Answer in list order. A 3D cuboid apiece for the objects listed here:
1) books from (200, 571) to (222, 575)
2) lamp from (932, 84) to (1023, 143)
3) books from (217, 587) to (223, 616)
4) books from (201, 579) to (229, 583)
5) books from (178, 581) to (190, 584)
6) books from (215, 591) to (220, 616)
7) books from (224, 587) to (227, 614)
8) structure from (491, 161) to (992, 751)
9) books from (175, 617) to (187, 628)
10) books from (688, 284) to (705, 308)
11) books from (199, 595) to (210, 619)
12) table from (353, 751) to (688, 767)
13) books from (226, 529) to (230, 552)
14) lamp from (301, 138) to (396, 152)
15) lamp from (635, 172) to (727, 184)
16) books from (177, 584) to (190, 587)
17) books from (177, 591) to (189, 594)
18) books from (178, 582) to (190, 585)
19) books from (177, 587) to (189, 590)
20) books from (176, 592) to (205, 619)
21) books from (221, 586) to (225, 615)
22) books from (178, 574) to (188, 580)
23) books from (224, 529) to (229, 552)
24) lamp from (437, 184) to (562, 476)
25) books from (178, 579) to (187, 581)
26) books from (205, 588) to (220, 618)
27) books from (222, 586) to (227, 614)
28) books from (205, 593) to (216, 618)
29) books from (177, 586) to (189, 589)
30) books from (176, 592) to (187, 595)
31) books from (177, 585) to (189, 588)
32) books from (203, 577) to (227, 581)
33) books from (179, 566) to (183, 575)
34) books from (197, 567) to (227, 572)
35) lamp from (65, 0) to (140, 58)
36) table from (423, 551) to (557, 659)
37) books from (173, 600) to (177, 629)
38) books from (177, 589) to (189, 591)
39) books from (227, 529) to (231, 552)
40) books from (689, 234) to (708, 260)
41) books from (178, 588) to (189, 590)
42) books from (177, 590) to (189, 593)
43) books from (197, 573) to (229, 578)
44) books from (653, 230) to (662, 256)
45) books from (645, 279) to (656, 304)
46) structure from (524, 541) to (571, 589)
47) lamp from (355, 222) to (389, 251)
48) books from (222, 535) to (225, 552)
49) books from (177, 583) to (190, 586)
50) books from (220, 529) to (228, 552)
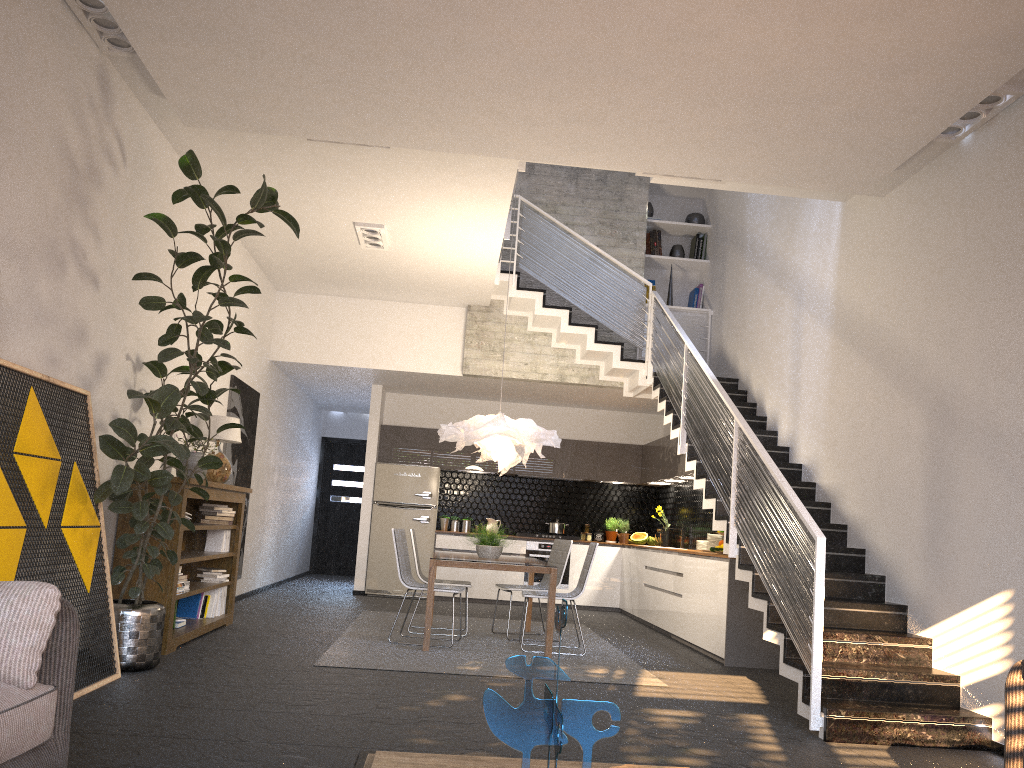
[{"bbox_3d":[-2.500,1.569,7.365,0.155,0.022,0.206,8,-10,-23],"label":"books"},{"bbox_3d":[2.622,-1.563,5.085,0.253,0.066,0.649,5,-9,-4],"label":"lamp"},{"bbox_3d":[-2.510,1.807,7.385,0.175,0.242,0.024,5,-6,-4],"label":"books"},{"bbox_3d":[-2.472,1.637,7.370,0.155,0.020,0.206,3,-9,6],"label":"books"},{"bbox_3d":[-2.404,1.374,6.157,0.218,0.013,0.307,4,-9,1],"label":"books"},{"bbox_3d":[-2.520,1.822,7.360,0.155,0.204,0.021,5,-6,-4],"label":"books"},{"bbox_3d":[-2.533,1.836,7.569,0.174,0.243,0.040,5,-6,-4],"label":"books"},{"bbox_3d":[0.431,-1.670,9.164,4.235,8.257,8.515,5,-8,-4],"label":"structure"},{"bbox_3d":[-2.523,1.764,6.549,0.258,0.049,0.272,-4,-12,41],"label":"books"},{"bbox_3d":[2.288,-1.034,11.050,0.146,0.380,0.274,5,-7,-4],"label":"books"},{"bbox_3d":[-2.540,1.802,7.171,0.146,0.182,0.148,4,-7,-1],"label":"books"},{"bbox_3d":[0.095,1.195,2.133,1.049,0.305,1.123,5,-9,-4],"label":"table"},{"bbox_3d":[-2.500,1.343,7.610,0.136,0.187,0.018,5,-6,-4],"label":"books"},{"bbox_3d":[-1.109,-1.684,5.977,0.645,0.066,0.255,5,-9,-4],"label":"lamp"},{"bbox_3d":[1.200,-1.493,6.134,0.645,0.066,0.255,5,-9,-4],"label":"lamp"},{"bbox_3d":[-2.400,1.397,6.153,0.218,0.007,0.307,4,-9,0],"label":"books"},{"bbox_3d":[-2.402,1.439,6.139,0.218,0.007,0.307,4,-9,1],"label":"books"},{"bbox_3d":[-2.406,1.382,6.155,0.218,0.007,0.307,4,-9,1],"label":"books"},{"bbox_3d":[-2.406,1.413,6.143,0.218,0.008,0.290,4,-9,2],"label":"books"},{"bbox_3d":[-2.579,1.764,7.101,0.171,0.226,0.166,5,-7,-4],"label":"books"},{"bbox_3d":[-2.525,1.820,7.468,0.174,0.242,0.019,5,-6,-4],"label":"books"},{"bbox_3d":[-2.494,1.394,6.419,0.225,0.029,0.180,4,-9,-1],"label":"books"},{"bbox_3d":[-2.494,1.334,7.556,0.135,0.188,0.015,5,-6,-4],"label":"books"},{"bbox_3d":[0.034,-1.758,8.132,1.117,5.180,1.068,3,-6,7],"label":"lamp"},{"bbox_3d":[-2.506,1.419,6.411,0.243,0.023,0.176,4,-9,3],"label":"books"},{"bbox_3d":[-2.510,1.791,7.264,0.174,0.233,0.101,5,-7,-4],"label":"books"},{"bbox_3d":[-2.533,1.831,7.538,0.175,0.242,0.024,5,-6,-4],"label":"books"},{"bbox_3d":[-2.510,1.804,7.223,0.155,0.193,0.105,5,-7,-4],"label":"books"},{"bbox_3d":[-2.406,1.409,6.152,0.218,0.006,0.307,4,-9,1],"label":"books"},{"bbox_3d":[-2.403,1.447,6.140,0.218,0.008,0.306,5,-9,-4],"label":"books"},{"bbox_3d":[-2.402,1.404,6.149,0.218,0.008,0.290,4,-9,0],"label":"books"},{"bbox_3d":[-2.470,1.619,7.377,0.175,0.019,0.245,6,-9,-14],"label":"books"},{"bbox_3d":[-2.508,1.344,6.417,0.216,0.069,0.159,3,-9,6],"label":"books"},{"bbox_3d":[-2.502,1.547,7.373,0.221,0.023,0.148,-3,-11,37],"label":"books"},{"bbox_3d":[-2.180,-1.959,4.759,0.253,0.066,0.649,5,-9,-4],"label":"lamp"},{"bbox_3d":[-0.233,1.882,7.752,0.997,0.710,1.812,5,-9,-4],"label":"table"},{"bbox_3d":[-2.511,1.643,6.371,0.167,0.240,0.104,5,-7,-4],"label":"books"},{"bbox_3d":[-2.400,1.424,6.141,0.218,0.013,0.307,4,-9,1],"label":"books"},{"bbox_3d":[-2.500,1.346,7.635,0.135,0.188,0.031,5,-6,-4],"label":"books"},{"bbox_3d":[2.325,-1.660,11.099,0.160,0.380,0.267,5,-7,-4],"label":"books"},{"bbox_3d":[-2.406,1.419,6.142,0.218,0.008,0.290,4,-9,2],"label":"books"},{"bbox_3d":[-2.402,1.432,6.142,0.218,0.008,0.307,4,-9,1],"label":"books"},{"bbox_3d":[-2.490,1.595,7.377,0.175,0.023,0.245,3,-9,6],"label":"books"},{"bbox_3d":[1.794,-1.702,11.081,0.134,0.380,0.274,5,-7,-4],"label":"books"},{"bbox_3d":[1.700,-1.079,11.010,0.171,0.371,0.274,5,-7,-4],"label":"books"},{"bbox_3d":[0.445,2.406,11.818,0.588,0.585,0.588,5,-8,-4],"label":"structure"},{"bbox_3d":[-1.269,-1.354,8.071,0.253,0.066,0.649,5,-9,-4],"label":"lamp"},{"bbox_3d":[-2.490,1.336,7.473,0.120,0.158,0.016,5,-6,-4],"label":"books"},{"bbox_3d":[-2.402,1.390,6.154,0.218,0.007,0.307,4,-9,0],"label":"books"},{"bbox_3d":[-2.482,1.325,7.492,0.136,0.187,0.018,5,-6,-4],"label":"books"}]
